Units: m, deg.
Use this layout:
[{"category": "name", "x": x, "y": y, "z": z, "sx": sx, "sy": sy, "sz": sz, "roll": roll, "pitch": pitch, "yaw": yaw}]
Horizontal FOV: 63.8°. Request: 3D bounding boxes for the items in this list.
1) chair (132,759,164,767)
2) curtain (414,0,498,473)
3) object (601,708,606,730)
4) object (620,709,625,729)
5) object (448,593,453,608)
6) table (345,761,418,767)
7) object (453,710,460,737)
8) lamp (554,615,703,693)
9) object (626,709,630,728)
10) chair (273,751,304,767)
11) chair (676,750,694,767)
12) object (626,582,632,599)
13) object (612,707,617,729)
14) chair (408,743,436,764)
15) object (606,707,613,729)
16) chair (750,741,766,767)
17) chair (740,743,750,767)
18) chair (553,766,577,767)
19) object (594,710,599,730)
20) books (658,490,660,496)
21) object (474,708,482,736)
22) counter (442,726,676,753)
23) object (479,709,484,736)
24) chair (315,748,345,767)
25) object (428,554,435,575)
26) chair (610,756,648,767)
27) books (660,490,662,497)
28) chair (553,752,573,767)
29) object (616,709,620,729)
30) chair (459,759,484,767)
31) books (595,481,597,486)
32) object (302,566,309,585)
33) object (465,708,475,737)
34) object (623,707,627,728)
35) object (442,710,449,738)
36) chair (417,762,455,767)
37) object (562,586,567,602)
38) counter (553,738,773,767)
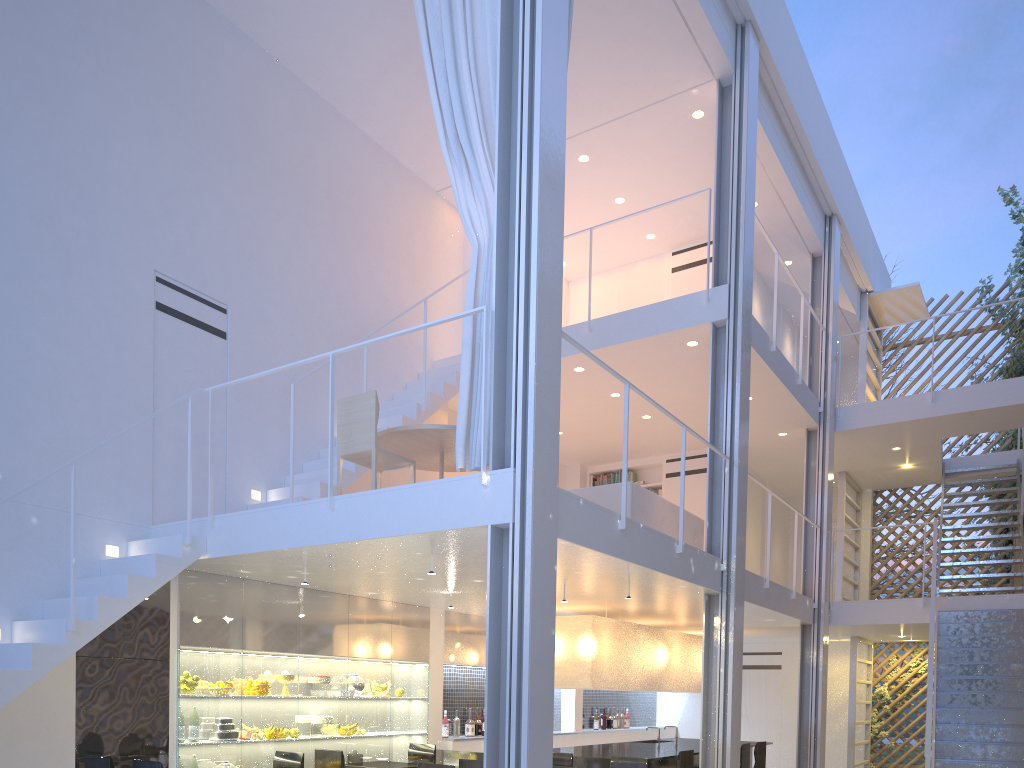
[{"category": "chair", "x": -1.404, "y": 1.759, "z": 3.402, "sx": 0.192, "sy": 0.421, "sz": 0.245, "roll": -1, "pitch": -5, "yaw": 34}, {"category": "curtain", "x": -0.192, "y": -0.859, "z": 2.738, "sx": 0.514, "sy": 2.327, "sz": 0.098, "roll": 1, "pitch": 1, "yaw": 30}, {"category": "object", "x": 0.789, "y": 2.881, "z": 7.074, "sx": 0.044, "sy": 0.186, "sz": 0.047, "roll": 1, "pitch": 0, "yaw": 25}, {"category": "object", "x": 0.986, "y": 3.004, "z": 7.381, "sx": 0.046, "sy": 0.179, "sz": 0.046, "roll": 1, "pitch": 0, "yaw": 33}, {"category": "object", "x": -0.317, "y": 1.126, "z": 4.280, "sx": 0.029, "sy": 0.076, "sz": 0.029, "roll": 0, "pitch": -2, "yaw": 45}, {"category": "table", "x": -0.685, "y": 2.197, "z": 4.405, "sx": 0.364, "sy": 0.315, "sz": 0.368, "roll": -6, "pitch": -13, "yaw": 33}, {"category": "object", "x": -0.880, "y": 1.868, "z": 4.613, "sx": 0.046, "sy": 0.276, "sz": 1.973, "roll": 2, "pitch": -16, "yaw": 35}, {"category": "lamp", "x": 0.895, "y": 1.922, "z": 5.708, "sx": 0.453, "sy": 0.400, "sz": 2.433, "roll": -5, "pitch": -20, "yaw": 32}, {"category": "object", "x": 1.050, "y": 3.046, "z": 7.490, "sx": 0.044, "sy": 0.179, "sz": 0.043, "roll": 1, "pitch": 0, "yaw": -44}, {"category": "chair", "x": -1.126, "y": 1.924, "z": 3.824, "sx": 0.192, "sy": 0.421, "sz": 0.245, "roll": -1, "pitch": -5, "yaw": 34}, {"category": "chair", "x": 0.877, "y": 2.284, "z": 4.673, "sx": 0.241, "sy": 0.421, "sz": 0.195, "roll": -2, "pitch": -4, "yaw": 35}, {"category": "object", "x": 0.529, "y": 0.933, "z": 3.723, "sx": 0.029, "sy": 0.076, "sz": 0.029, "roll": 0, "pitch": -2, "yaw": 45}, {"category": "object", "x": 0.903, "y": 2.958, "z": 7.282, "sx": 0.046, "sy": 0.195, "sz": 0.048, "roll": 1, "pitch": 0, "yaw": 35}, {"category": "chair", "x": -0.582, "y": 2.246, "z": 4.650, "sx": 0.192, "sy": 0.421, "sz": 0.245, "roll": -1, "pitch": -5, "yaw": 34}, {"category": "object", "x": 0.858, "y": 2.928, "z": 7.208, "sx": 0.046, "sy": 0.196, "sz": 0.047, "roll": 1, "pitch": 0, "yaw": 33}, {"category": "chair", "x": 1.637, "y": 2.724, "z": 5.799, "sx": 0.241, "sy": 0.421, "sz": 0.195, "roll": -2, "pitch": -4, "yaw": 35}, {"category": "chair", "x": 1.448, "y": 2.614, "z": 5.517, "sx": 0.241, "sy": 0.421, "sz": 0.195, "roll": -1, "pitch": -4, "yaw": 31}, {"category": "chair", "x": 0.246, "y": 1.838, "z": 3.525, "sx": 0.192, "sy": 0.421, "sz": 0.245, "roll": -1, "pitch": -5, "yaw": 34}, {"category": "object", "x": 0.717, "y": 2.855, "z": 6.993, "sx": 0.042, "sy": 0.175, "sz": 0.042, "roll": 1, "pitch": 0, "yaw": 4}, {"category": "books", "x": -0.106, "y": 1.151, "z": 5.144, "sx": 0.036, "sy": 1.598, "sz": 3.768, "roll": 3, "pitch": -11, "yaw": 45}, {"category": "object", "x": -0.794, "y": 1.900, "z": 4.693, "sx": 0.106, "sy": 0.275, "sz": 2.183, "roll": 0, "pitch": -17, "yaw": 35}, {"category": "counter", "x": 0.538, "y": 3.047, "z": 6.716, "sx": 0.233, "sy": 0.412, "sz": 3.837, "roll": -1, "pitch": -18, "yaw": 33}, {"category": "object", "x": -0.794, "y": 1.920, "z": 4.747, "sx": 0.067, "sy": 0.275, "sz": 2.262, "roll": 1, "pitch": -17, "yaw": 34}, {"category": "chair", "x": -0.860, "y": 2.081, "z": 4.228, "sx": 0.192, "sy": 0.421, "sz": 0.245, "roll": -1, "pitch": -5, "yaw": 34}, {"category": "object", "x": -0.300, "y": 0.672, "z": 3.074, "sx": 0.029, "sy": 0.076, "sz": 0.029, "roll": 0, "pitch": -2, "yaw": 45}, {"category": "chair", "x": 0.505, "y": 1.992, "z": 3.918, "sx": 0.192, "sy": 0.421, "sz": 0.245, "roll": -1, "pitch": -5, "yaw": 34}, {"category": "books", "x": -0.088, "y": 1.137, "z": 5.132, "sx": 0.038, "sy": 1.573, "sz": 3.767, "roll": 3, "pitch": -11, "yaw": 45}, {"category": "chair", "x": 0.162, "y": 2.070, "z": 4.143, "sx": 0.192, "sy": 0.421, "sz": 0.245, "roll": -1, "pitch": -5, "yaw": 34}, {"category": "object", "x": 0.943, "y": 2.989, "z": 7.343, "sx": 0.046, "sy": 0.179, "sz": 0.046, "roll": 1, "pitch": 0, "yaw": -10}, {"category": "chair", "x": -0.097, "y": 1.916, "z": 3.750, "sx": 0.192, "sy": 0.421, "sz": 0.245, "roll": -1, "pitch": -5, "yaw": 34}, {"category": "books", "x": 0.697, "y": 0.844, "z": 6.692, "sx": 0.021, "sy": 0.095, "sz": 0.065, "roll": 1, "pitch": -5, "yaw": 34}, {"category": "object", "x": -0.866, "y": 0.801, "z": 3.447, "sx": 0.029, "sy": 0.076, "sz": 0.029, "roll": 0, "pitch": -2, "yaw": 45}, {"category": "object", "x": -0.820, "y": 1.884, "z": 4.654, "sx": 0.046, "sy": 0.276, "sz": 2.105, "roll": 2, "pitch": -17, "yaw": 34}, {"category": "object", "x": 1.014, "y": 3.018, "z": 7.438, "sx": 0.046, "sy": 0.195, "sz": 0.047, "roll": 1, "pitch": 0, "yaw": -15}, {"category": "object", "x": -0.260, "y": 1.426, "z": 4.102, "sx": 1.696, "sy": 0.772, "sz": 1.946, "roll": -9, "pitch": -20, "yaw": 30}, {"category": "chair", "x": -0.382, "y": 1.747, "z": 3.318, "sx": 0.192, "sy": 0.421, "sz": 0.245, "roll": -1, "pitch": -5, "yaw": 34}, {"category": "object", "x": 0.249, "y": 0.997, "z": 3.908, "sx": 0.029, "sy": 0.076, "sz": 0.029, "roll": 0, "pitch": -2, "yaw": 45}, {"category": "counter", "x": 1.013, "y": 2.672, "z": 5.642, "sx": 0.828, "sy": 0.352, "sz": 2.657, "roll": -9, "pitch": -23, "yaw": 31}]
